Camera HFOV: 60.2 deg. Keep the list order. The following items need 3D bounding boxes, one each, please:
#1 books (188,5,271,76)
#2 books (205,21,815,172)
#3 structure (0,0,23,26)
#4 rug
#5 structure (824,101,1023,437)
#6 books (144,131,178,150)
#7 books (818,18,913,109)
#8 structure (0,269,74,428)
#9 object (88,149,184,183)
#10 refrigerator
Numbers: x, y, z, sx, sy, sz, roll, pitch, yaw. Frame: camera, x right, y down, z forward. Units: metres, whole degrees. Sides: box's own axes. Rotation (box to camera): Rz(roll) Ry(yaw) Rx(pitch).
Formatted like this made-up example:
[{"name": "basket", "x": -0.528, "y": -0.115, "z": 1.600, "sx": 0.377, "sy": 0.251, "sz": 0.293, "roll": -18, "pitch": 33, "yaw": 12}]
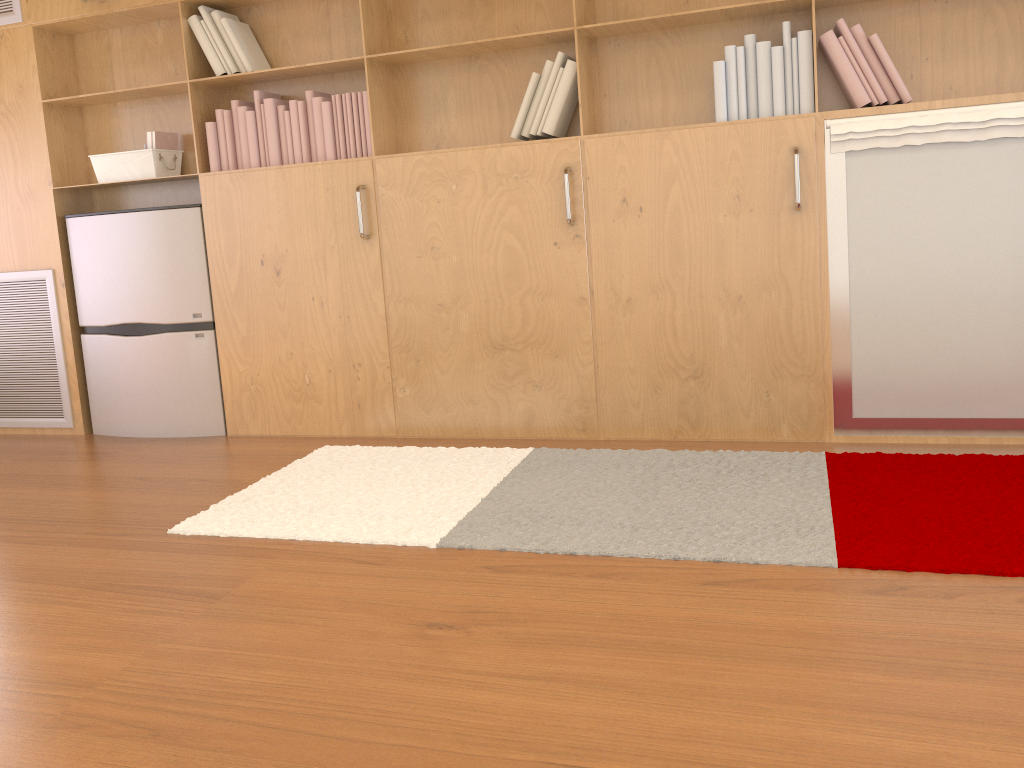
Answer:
[{"name": "books", "x": -1.162, "y": -1.405, "z": 3.649, "sx": 0.279, "sy": 0.294, "sz": 0.177, "roll": -1, "pitch": 8, "yaw": 18}, {"name": "books", "x": 0.233, "y": -1.229, "z": 3.215, "sx": 3.105, "sy": 0.653, "sz": 0.191, "roll": -1, "pitch": 8, "yaw": 18}, {"name": "structure", "x": -2.541, "y": -1.702, "z": 3.925, "sx": 0.902, "sy": 0.298, "sz": 0.013, "roll": -1, "pitch": 7, "yaw": 18}, {"name": "rug", "x": 0.899, "y": 0.326, "z": 2.442, "sx": 3.717, "sy": 0.011, "sz": 0.928, "roll": -1, "pitch": 11, "yaw": 18}, {"name": "structure", "x": 1.437, "y": -0.373, "z": 2.968, "sx": 0.725, "sy": 1.069, "sz": 0.319, "roll": -2, "pitch": 7, "yaw": 18}, {"name": "books", "x": -1.513, "y": -0.987, "z": 3.811, "sx": 0.088, "sy": 0.190, "sz": 0.152, "roll": -2, "pitch": 9, "yaw": 18}, {"name": "books", "x": 1.171, "y": -1.062, "z": 2.941, "sx": 0.279, "sy": 0.294, "sz": 0.177, "roll": -1, "pitch": 8, "yaw": 18}, {"name": "structure", "x": -2.403, "y": -0.152, "z": 4.097, "sx": 0.818, "sy": 0.715, "sz": 0.013, "roll": -1, "pitch": 7, "yaw": 18}, {"name": "object", "x": -1.629, "y": -0.944, "z": 3.851, "sx": 0.349, "sy": 0.121, "sz": 0.205, "roll": -1, "pitch": 10, "yaw": 18}, {"name": "refrigerator", "x": -1.574, "y": -0.277, "z": 3.911, "sx": 0.713, "sy": 0.978, "sz": 0.264, "roll": -2, "pitch": 7, "yaw": 18}]
